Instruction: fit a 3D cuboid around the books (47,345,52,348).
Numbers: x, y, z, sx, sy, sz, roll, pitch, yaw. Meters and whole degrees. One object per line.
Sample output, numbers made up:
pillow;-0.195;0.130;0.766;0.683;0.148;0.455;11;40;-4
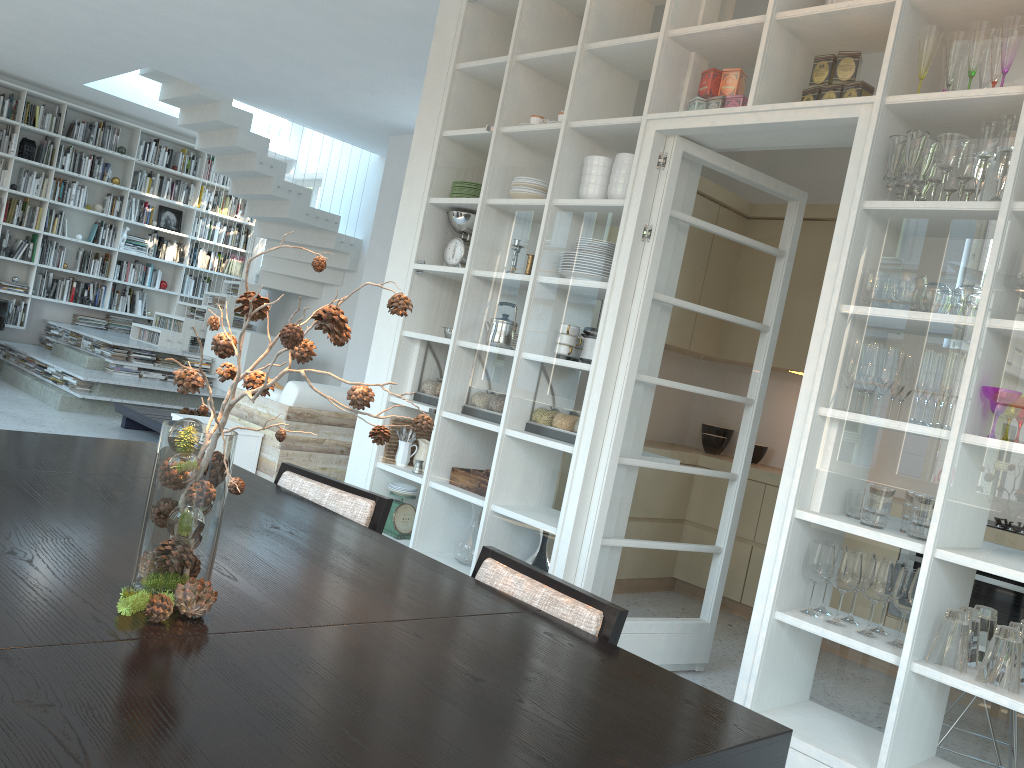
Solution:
books;-5.232;-0.417;10.226;0.267;0.014;0.160;13;2;45

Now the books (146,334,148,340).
books;-4.118;-0.545;10.162;0.125;0.125;0.008;10;2;-44

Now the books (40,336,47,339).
books;-5.437;-0.535;10.440;0.174;0.009;0.239;11;1;-42

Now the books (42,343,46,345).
books;-5.439;-0.463;10.454;0.147;0.014;0.291;10;2;-44

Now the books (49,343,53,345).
books;-5.226;-0.444;10.226;0.159;0.009;0.228;11;1;-43

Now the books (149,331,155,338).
books;-4.070;-0.534;10.112;0.125;0.125;0.008;10;2;-44

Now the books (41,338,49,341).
books;-5.438;-0.511;10.444;0.160;0.009;0.210;11;1;-40

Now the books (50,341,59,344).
books;-5.220;-0.471;10.225;0.144;0.009;0.249;11;1;-40

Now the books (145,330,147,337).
books;-4.150;-0.552;10.195;0.125;0.125;0.008;10;2;-44

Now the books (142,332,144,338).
books;-4.202;-0.564;10.250;0.125;0.125;0.008;10;2;-44

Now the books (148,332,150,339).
books;-4.086;-0.538;10.128;0.125;0.125;0.009;10;2;-44

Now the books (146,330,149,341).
books;-4.112;-0.544;10.156;0.125;0.125;0.007;10;2;-44

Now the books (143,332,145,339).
books;-4.180;-0.559;10.227;0.125;0.125;0.007;10;2;-44

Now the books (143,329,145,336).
books;-4.191;-0.561;10.239;0.125;0.125;0.008;10;2;-44

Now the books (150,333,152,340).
books;-4.044;-0.528;10.085;0.125;0.125;0.007;10;2;-44

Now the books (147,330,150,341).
books;-4.096;-0.540;10.139;0.125;0.125;0.008;10;2;-44

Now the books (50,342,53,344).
books;-5.219;-0.457;10.230;0.200;0.018;0.137;13;1;42

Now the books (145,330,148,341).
books;-4.134;-0.548;10.178;0.125;0.125;0.007;10;2;-44

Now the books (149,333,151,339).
books;-4.065;-0.533;10.106;0.125;0.125;0.009;10;2;-44

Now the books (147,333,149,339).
books;-4.101;-0.541;10.144;0.125;0.125;0.008;10;2;-44

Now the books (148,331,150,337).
books;-4.091;-0.539;10.133;0.125;0.125;0.008;10;2;-44

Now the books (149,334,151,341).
books;-4.060;-0.532;10.101;0.125;0.125;0.007;10;2;-44

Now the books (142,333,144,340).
books;-4.196;-0.562;10.244;0.125;0.125;0.008;10;2;-44

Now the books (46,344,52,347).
books;-5.238;-0.434;10.217;0.182;0.017;0.180;13;1;43

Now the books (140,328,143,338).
books;-4.240;-0.572;10.290;0.125;0.125;0.008;10;2;-44

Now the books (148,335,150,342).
books;-4.075;-0.535;10.117;0.125;0.125;0.007;10;2;-44

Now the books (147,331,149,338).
books;-4.107;-0.542;10.150;0.125;0.125;0.008;10;2;-44

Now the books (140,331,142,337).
books;-4.245;-0.573;10.295;0.125;0.125;0.008;10;2;-44

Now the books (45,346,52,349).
books;-5.247;-0.408;10.214;0.187;0.009;0.260;11;1;-41

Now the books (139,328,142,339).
books;-4.255;-0.576;10.306;0.125;0.125;0.007;10;2;-44

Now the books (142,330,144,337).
books;-4.207;-0.565;10.255;0.125;0.125;0.008;10;2;-44

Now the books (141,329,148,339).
books;-4.218;-0.567;10.266;0.125;0.125;0.009;10;2;-44

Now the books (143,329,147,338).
books;-4.185;-0.560;10.233;0.125;0.125;0.008;10;2;-44

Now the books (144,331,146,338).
books;-4.165;-0.555;10.211;0.125;0.125;0.008;10;2;-44

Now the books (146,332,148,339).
books;-4.123;-0.546;10.167;0.125;0.125;0.008;10;2;-44

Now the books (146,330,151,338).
books;-4.128;-0.547;10.173;0.125;0.125;0.008;10;2;-44

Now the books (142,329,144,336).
books;-4.212;-0.566;10.260;0.125;0.125;0.007;10;2;-44

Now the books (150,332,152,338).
books;-4.050;-0.530;10.090;0.125;0.125;0.007;10;2;-44

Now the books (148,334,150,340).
books;-4.080;-0.536;10.122;0.125;0.125;0.008;10;2;-44

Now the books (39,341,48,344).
books;-5.444;-0.478;10.446;0.170;0.012;0.214;10;2;-44

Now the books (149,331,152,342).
books;-4.055;-0.531;10.096;0.125;0.125;0.008;10;2;-44

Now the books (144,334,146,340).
books;-4.155;-0.553;10.201;0.125;0.125;0.007;10;2;-44

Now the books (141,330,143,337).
books;-4.228;-0.570;10.278;0.125;0.125;0.007;10;2;-44

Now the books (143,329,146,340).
books;-4.175;-0.558;10.222;0.125;0.125;0.007;10;2;-44

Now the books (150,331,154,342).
books;-4.039;-0.527;10.079;0.125;0.125;0.007;10;2;-44

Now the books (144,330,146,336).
books;-4.170;-0.557;10.217;0.125;0.125;0.007;10;2;-44

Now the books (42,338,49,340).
books;-5.435;-0.523;10.445;0.153;0.015;0.207;11;1;-39

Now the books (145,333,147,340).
books;-4.138;-0.549;10.183;0.125;0.125;0.007;10;2;-44

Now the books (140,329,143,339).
books;-4.234;-0.571;10.284;0.125;0.125;0.010;10;2;-44

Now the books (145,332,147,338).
books;-4.144;-0.551;10.189;0.125;0.125;0.009;10;2;-44

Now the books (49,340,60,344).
books;-5.216;-0.481;10.226;0.228;0.014;0.149;13;1;44

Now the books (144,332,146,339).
books;-4.160;-0.554;10.206;0.125;0.125;0.008;10;2;-44

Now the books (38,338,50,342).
books;-5.445;-0.505;10.439;0.185;0.006;0.262;11;1;-43

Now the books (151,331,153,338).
books;-4.034;-0.526;10.074;0.125;0.125;0.010;10;2;-44

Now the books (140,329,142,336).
books;-4.250;-0.574;10.300;0.125;0.125;0.007;10;2;-44

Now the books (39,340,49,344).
books;-5.439;-0.489;10.448;0.278;0.012;0.159;13;2;45

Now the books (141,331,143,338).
books;-4.222;-0.568;10.271;0.125;0.125;0.009;10;2;-44
